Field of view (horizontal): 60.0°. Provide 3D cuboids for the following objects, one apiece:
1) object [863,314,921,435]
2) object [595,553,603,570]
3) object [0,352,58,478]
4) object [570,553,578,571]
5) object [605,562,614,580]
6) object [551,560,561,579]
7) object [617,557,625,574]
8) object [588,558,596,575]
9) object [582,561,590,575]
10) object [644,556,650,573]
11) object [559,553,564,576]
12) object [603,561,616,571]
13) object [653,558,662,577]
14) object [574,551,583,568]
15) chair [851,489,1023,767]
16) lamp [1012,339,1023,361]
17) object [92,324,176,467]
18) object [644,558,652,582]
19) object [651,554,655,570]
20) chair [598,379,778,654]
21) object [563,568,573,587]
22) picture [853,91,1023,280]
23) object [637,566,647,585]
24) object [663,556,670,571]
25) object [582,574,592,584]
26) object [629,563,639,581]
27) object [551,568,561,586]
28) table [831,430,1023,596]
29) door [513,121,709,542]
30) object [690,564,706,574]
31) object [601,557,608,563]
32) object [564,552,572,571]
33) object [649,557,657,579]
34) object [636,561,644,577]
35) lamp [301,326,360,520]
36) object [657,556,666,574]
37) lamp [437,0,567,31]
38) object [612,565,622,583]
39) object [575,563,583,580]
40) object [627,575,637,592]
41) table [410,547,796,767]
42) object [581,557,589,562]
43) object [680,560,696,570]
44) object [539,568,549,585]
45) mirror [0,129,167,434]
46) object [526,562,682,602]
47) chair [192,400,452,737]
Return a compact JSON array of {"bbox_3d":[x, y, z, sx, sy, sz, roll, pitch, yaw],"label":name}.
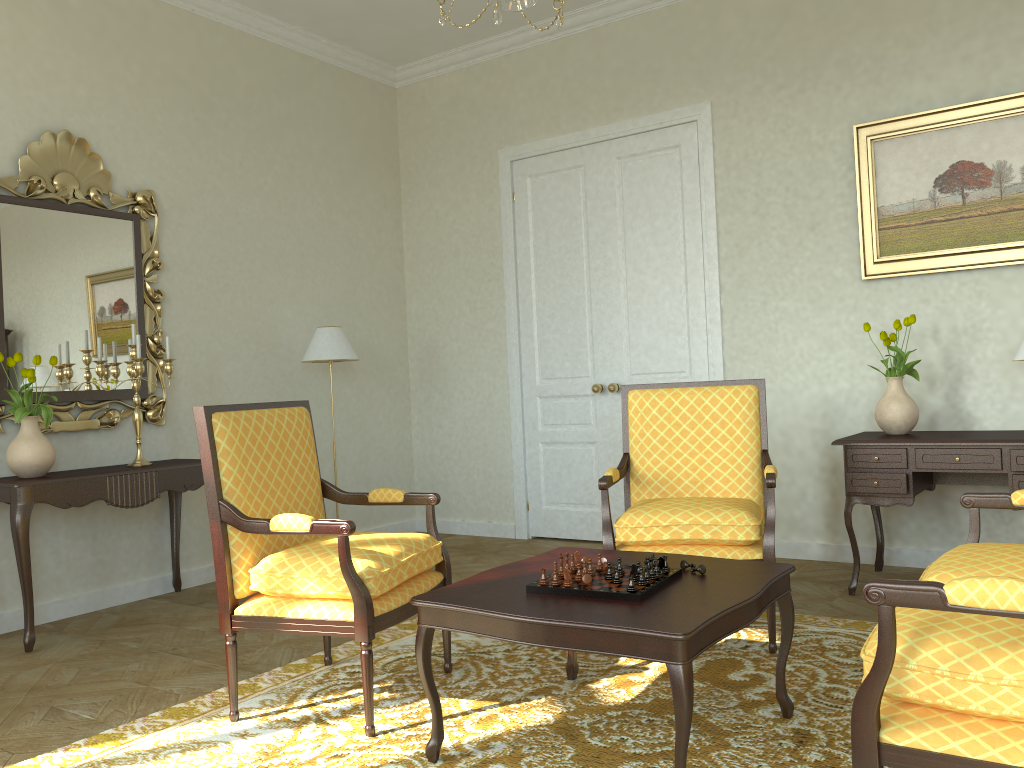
[{"bbox_3d":[1.981,-0.046,4.575,0.242,0.609,0.264,-3,0,-30],"label":"object"},{"bbox_3d":[0.279,0.563,2.817,0.030,0.050,0.030,-3,0,-8],"label":"object"},{"bbox_3d":[-2.324,0.145,4.268,0.264,0.609,0.242,-3,0,-26],"label":"object"},{"bbox_3d":[0.193,0.564,2.820,0.030,0.055,0.030,-3,0,-8],"label":"object"},{"bbox_3d":[0.294,0.562,2.673,0.030,0.050,0.030,-3,0,-8],"label":"object"},{"bbox_3d":[0.134,0.567,2.715,0.030,0.055,0.030,-3,0,-8],"label":"object"},{"bbox_3d":[0.333,0.560,2.740,0.030,0.050,0.030,-3,0,-8],"label":"object"},{"bbox_3d":[0.243,0.564,2.743,0.030,0.050,0.030,-3,0,-8],"label":"object"},{"bbox_3d":[0.223,0.565,2.711,0.030,0.050,0.030,-3,0,-8],"label":"object"},{"bbox_3d":[0.421,0.556,2.737,0.030,0.050,0.030,-3,0,-8],"label":"object"},{"bbox_3d":[0.153,0.558,2.750,0.030,0.069,0.030,-3,0,-8],"label":"object"},{"bbox_3d":[0.311,0.570,2.783,0.052,0.030,0.030,-3,0,-9],"label":"object"},{"bbox_3d":[0.436,0.553,2.682,0.030,0.055,0.030,-3,0,-8],"label":"object"},{"bbox_3d":[0.212,0.564,2.855,0.030,0.052,0.030,-3,0,-8],"label":"object"},{"bbox_3d":[1.295,0.507,2.127,0.680,1.083,1.389,-3,0,34],"label":"chair"},{"bbox_3d":[2.545,-0.026,4.220,0.280,0.515,0.280,-3,0,24],"label":"lamp"},{"bbox_3d":[-2.006,0.058,4.737,0.320,0.757,0.320,-3,0,15],"label":"object"},{"bbox_3d":[0.396,0.547,2.612,0.030,0.069,0.030,-3,0,-8],"label":"object"},{"bbox_3d":[0.441,0.555,2.771,0.030,0.050,0.030,-3,0,-8],"label":"object"},{"bbox_3d":[0.784,0.534,3.868,0.730,1.083,0.671,-3,0,16],"label":"chair"},{"bbox_3d":[0.164,0.566,2.607,0.030,0.052,0.030,-3,0,-8],"label":"object"},{"bbox_3d":[2.404,-1.044,4.708,1.087,0.872,0.071,-3,0,34],"label":"picture"},{"bbox_3d":[0.377,0.555,2.578,0.030,0.055,0.030,-3,0,-8],"label":"object"},{"bbox_3d":[0.476,0.556,2.752,0.030,0.044,0.030,-3,0,-8],"label":"object"},{"bbox_3d":[0.220,0.574,2.627,0.030,0.030,0.052,-3,0,-4],"label":"object"},{"bbox_3d":[0.361,0.557,2.633,0.030,0.052,0.030,-3,0,-38],"label":"object"},{"bbox_3d":[0.129,0.569,2.626,0.030,0.050,0.030,-3,0,-8],"label":"object"},{"bbox_3d":[2.221,0.631,4.311,1.110,0.769,0.689,-3,0,34],"label":"table"},{"bbox_3d":[0.628,-0.280,5.958,1.405,2.701,0.153,-3,0,34],"label":"door"},{"bbox_3d":[0.580,0.578,2.778,0.030,0.030,0.052,-3,0,-45],"label":"object"},{"bbox_3d":[0.304,0.591,2.970,0.030,0.030,0.052,-3,0,1],"label":"object"},{"bbox_3d":[0.173,0.560,2.785,0.030,0.064,0.030,-3,0,-8],"label":"object"},{"bbox_3d":[0.416,0.549,2.647,0.030,0.064,0.030,-3,0,-8],"label":"object"},{"bbox_3d":[0.382,0.558,2.667,0.030,0.050,0.030,-3,0,-8],"label":"object"},{"bbox_3d":[-1.175,0.398,5.865,0.381,1.552,0.381,-3,0,34],"label":"lamp"},{"bbox_3d":[0.456,0.553,2.717,0.030,0.052,0.030,-3,0,-8],"label":"object"},{"bbox_3d":[-0.032,-1.755,2.398,0.661,1.466,0.662,-3,0,4],"label":"lamp"},{"bbox_3d":[0.310,0.561,2.618,0.030,0.050,0.030,-3,0,-8],"label":"object"},{"bbox_3d":[0.203,0.566,2.679,0.030,0.050,0.030,-3,0,-8],"label":"object"},{"bbox_3d":[0.338,0.562,2.508,0.030,0.044,0.030,-3,0,-8],"label":"object"},{"bbox_3d":[0.313,0.853,2.735,0.922,0.494,0.932,-3,0,36],"label":"table"},{"bbox_3d":[0.244,0.594,2.992,0.030,0.030,0.047,-3,0,-18],"label":"object"},{"bbox_3d":[0.567,0.579,2.855,0.052,0.030,0.030,-3,0,-28],"label":"object"},{"bbox_3d":[0.095,0.574,2.646,0.030,0.044,0.030,-3,0,-8],"label":"object"},{"bbox_3d":[-2.349,-0.551,4.715,0.082,1.612,1.117,-3,0,34],"label":"mirror"},{"bbox_3d":[0.287,0.596,2.699,0.360,0.021,0.360,-3,0,29],"label":"object"},{"bbox_3d":[-0.646,0.599,3.241,0.671,1.083,0.730,-3,0,19],"label":"chair"}]
